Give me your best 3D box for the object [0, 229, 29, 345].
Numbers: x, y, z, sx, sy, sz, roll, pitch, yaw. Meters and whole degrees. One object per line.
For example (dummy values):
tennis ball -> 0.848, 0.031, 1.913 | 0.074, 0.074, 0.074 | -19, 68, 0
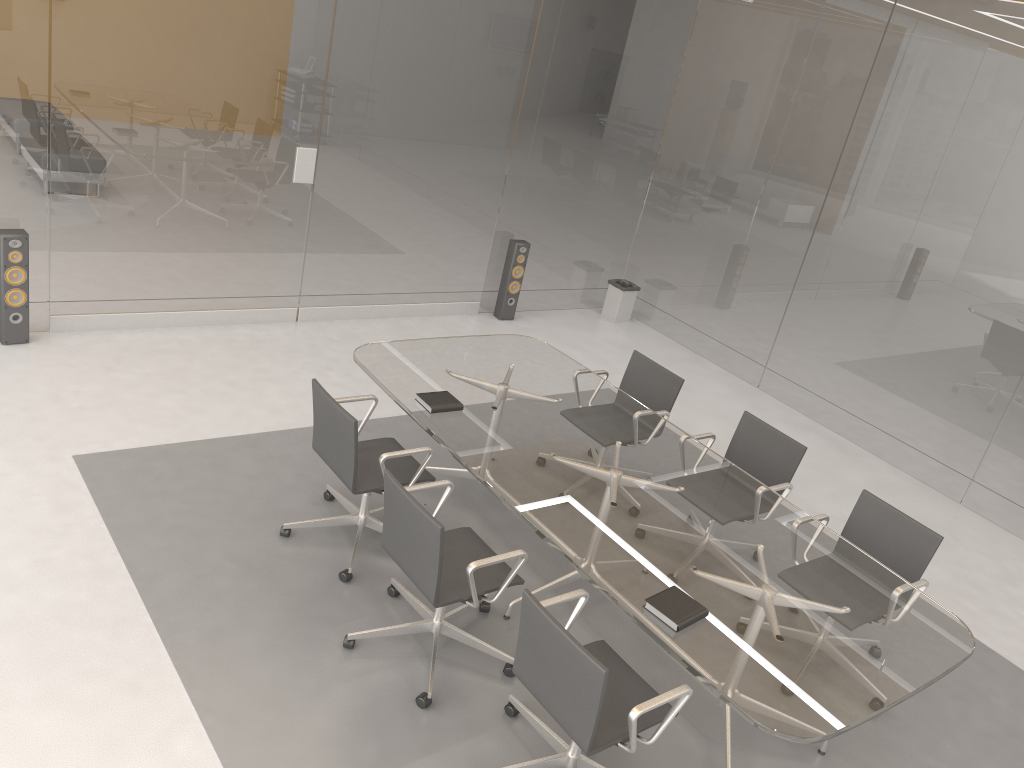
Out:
object -> -3.030, -0.583, 5.389 | 0.152, 0.706, 0.124 | -9, 32, -42

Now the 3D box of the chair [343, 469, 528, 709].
chair -> -0.237, 0.757, 3.697 | 0.731, 0.805, 0.710 | 27, 26, 28

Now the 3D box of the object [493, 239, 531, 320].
object -> 0.002, -0.902, 7.739 | 0.152, 0.706, 0.124 | -3, 28, -33

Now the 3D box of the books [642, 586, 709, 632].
books -> 0.586, 0.803, 3.170 | 0.183, 0.032, 0.164 | -10, 32, -43

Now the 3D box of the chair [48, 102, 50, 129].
chair -> -5.181, -2.778, 9.611 | 0.575, 0.423, 1.012 | -6, 30, -38

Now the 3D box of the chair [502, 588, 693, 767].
chair -> 0.304, 1.110, 3.180 | 0.731, 0.805, 0.710 | 27, 26, 28

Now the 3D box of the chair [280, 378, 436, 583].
chair -> -0.656, 0.396, 4.296 | 0.731, 0.805, 0.710 | 27, 26, 28

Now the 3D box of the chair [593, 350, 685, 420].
chair -> 0.564, 0.272, 5.233 | 0.731, 0.805, 0.710 | 27, 27, 29

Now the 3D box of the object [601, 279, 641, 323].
object -> 1.032, -0.796, 8.484 | 0.233, 0.363, 0.233 | -6, 30, -37

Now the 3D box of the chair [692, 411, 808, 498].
chair -> 1.100, 0.626, 4.711 | 0.731, 0.805, 0.710 | 27, 27, 29

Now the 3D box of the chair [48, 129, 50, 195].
chair -> -4.381, -2.161, 8.629 | 0.575, 0.423, 1.012 | -6, 30, -38

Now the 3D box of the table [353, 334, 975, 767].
table -> 0.409, 0.717, 4.232 | 1.372, 0.721, 3.054 | -6, 30, -38

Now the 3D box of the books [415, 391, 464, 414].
books -> -0.352, 0.088, 4.299 | 0.183, 0.032, 0.164 | -5, 29, -36

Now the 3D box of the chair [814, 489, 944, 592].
chair -> 1.513, 0.987, 4.108 | 0.731, 0.805, 0.710 | 27, 27, 29
